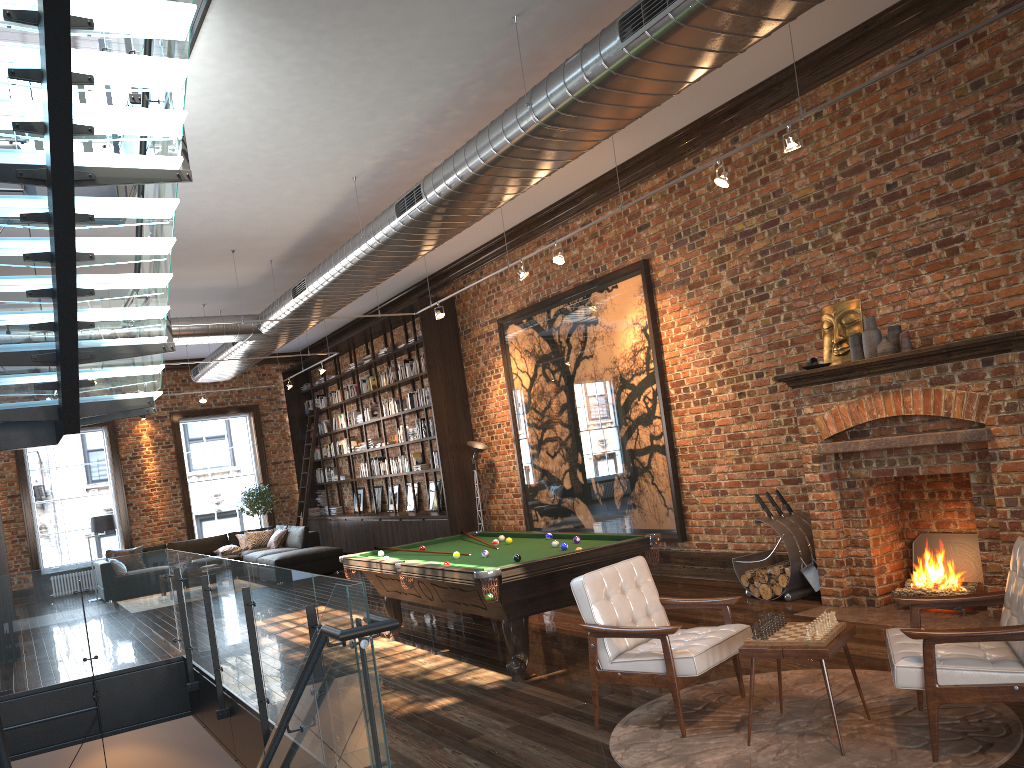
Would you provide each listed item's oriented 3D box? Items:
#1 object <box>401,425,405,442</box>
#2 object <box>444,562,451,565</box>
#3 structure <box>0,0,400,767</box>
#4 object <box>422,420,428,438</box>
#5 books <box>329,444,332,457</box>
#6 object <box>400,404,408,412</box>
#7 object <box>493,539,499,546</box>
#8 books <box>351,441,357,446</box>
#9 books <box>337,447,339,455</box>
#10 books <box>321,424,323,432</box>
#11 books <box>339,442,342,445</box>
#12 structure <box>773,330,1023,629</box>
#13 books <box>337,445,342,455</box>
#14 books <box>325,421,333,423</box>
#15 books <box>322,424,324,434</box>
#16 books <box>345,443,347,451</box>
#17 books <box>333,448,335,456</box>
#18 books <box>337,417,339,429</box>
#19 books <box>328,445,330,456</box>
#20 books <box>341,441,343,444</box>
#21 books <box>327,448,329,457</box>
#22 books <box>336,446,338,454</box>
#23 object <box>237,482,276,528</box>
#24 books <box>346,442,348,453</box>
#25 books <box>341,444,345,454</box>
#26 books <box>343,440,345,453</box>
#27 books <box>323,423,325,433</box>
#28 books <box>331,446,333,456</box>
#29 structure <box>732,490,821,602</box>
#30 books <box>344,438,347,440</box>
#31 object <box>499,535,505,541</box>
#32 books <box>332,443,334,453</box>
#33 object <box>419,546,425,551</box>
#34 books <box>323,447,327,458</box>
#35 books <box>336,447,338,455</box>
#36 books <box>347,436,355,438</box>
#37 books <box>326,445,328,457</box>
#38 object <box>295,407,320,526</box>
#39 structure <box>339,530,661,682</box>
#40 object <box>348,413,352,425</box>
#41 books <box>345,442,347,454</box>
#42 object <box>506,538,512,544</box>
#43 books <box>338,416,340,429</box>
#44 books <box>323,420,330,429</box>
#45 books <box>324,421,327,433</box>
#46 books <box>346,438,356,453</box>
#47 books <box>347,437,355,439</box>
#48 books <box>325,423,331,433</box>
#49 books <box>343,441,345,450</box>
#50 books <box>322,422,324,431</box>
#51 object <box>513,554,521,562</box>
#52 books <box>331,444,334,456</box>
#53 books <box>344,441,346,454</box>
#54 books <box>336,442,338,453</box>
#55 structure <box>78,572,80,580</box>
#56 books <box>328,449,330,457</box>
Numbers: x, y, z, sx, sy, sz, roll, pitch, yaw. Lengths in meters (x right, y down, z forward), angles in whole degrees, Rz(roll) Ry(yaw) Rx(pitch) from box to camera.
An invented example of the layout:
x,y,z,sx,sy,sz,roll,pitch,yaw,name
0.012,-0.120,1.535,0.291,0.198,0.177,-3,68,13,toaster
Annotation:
x,y,z,sx,sy,sz,roll,pitch,yaw,name
-1.831,0.836,14.882,0.069,0.288,0.118,-8,0,-37,object
-0.483,1.345,6.572,0.057,0.057,0.057,-8,-2,17,object
-3.229,0.662,5.110,3.558,14.490,7.084,-8,0,-30,structure
-1.391,0.717,14.116,0.069,0.288,0.118,-8,0,-37,object
-3.727,1.380,18.507,0.163,0.277,0.013,-7,0,-30,books
-1.797,0.403,14.953,0.237,0.137,0.095,-11,-3,44,object
-0.141,1.387,7.751,0.057,0.057,0.057,-9,-2,25,object
-3.120,1.240,17.475,0.147,0.232,0.036,-7,0,-30,books
-3.470,1.334,18.064,0.171,0.231,0.036,-7,0,-30,books
-3.941,0.914,18.777,0.172,0.294,0.017,-7,0,-30,books
-3.397,1.298,17.936,0.177,0.264,0.042,-7,0,-30,books
2.923,0.734,6.453,0.882,1.906,2.012,-8,-2,-30,structure
-3.392,1.324,17.885,0.235,0.202,0.046,-7,0,-30,books
-3.805,0.901,18.525,0.165,0.250,0.080,-7,0,-30,books
-3.890,0.938,18.651,0.185,0.214,0.005,-7,0,-30,books
-3.204,1.272,17.592,0.180,0.209,0.013,-7,0,-30,books
-3.569,1.378,18.220,0.191,0.195,0.034,-7,0,-30,books
-3.429,0.791,17.848,0.174,0.256,0.027,-7,0,-30,books
-3.738,1.397,18.543,0.186,0.253,0.017,-7,0,-30,books
-3.341,1.274,17.872,0.158,0.285,0.014,-8,0,-30,books
-3.778,1.436,18.601,0.174,0.195,0.031,-7,0,-30,books
-3.508,1.332,18.167,0.157,0.261,0.034,-7,0,-30,books
-5.301,2.998,18.623,0.809,1.864,0.804,-8,0,-22,object
-3.192,1.227,17.572,0.175,0.292,0.013,-7,0,-30,books
-3.342,1.312,17.850,0.185,0.208,0.017,-7,0,-30,books
-3.268,1.251,17.694,0.183,0.284,0.011,-7,0,-30,books
-3.859,0.928,18.608,0.185,0.219,0.021,-7,0,-30,books
-3.649,1.391,18.389,0.172,0.217,0.037,-7,0,-30,books
2.403,1.396,7.764,0.535,0.919,0.932,-7,-2,-30,structure
-3.257,1.235,17.714,0.154,0.317,0.013,-8,0,-30,books
-0.095,1.406,8.084,0.057,0.057,0.057,-8,-2,15,object
-3.589,1.338,18.252,0.184,0.286,0.036,-7,0,-30,books
-0.821,1.510,8.124,0.057,0.057,0.057,-9,-2,18,object
-3.877,1.445,18.735,0.230,0.224,0.024,-7,0,-30,books
-3.531,1.351,18.181,0.170,0.232,0.015,-7,0,-30,books
-3.159,1.200,17.540,0.160,0.331,0.006,-8,0,-30,books
-3.823,1.415,18.687,0.179,0.263,0.015,-7,0,-30,books
-4.271,2.060,18.356,0.892,3.076,0.498,-8,0,-30,object
-0.202,1.773,7.436,1.545,0.851,2.976,-6,-4,-30,structure
-3.109,0.686,17.041,0.075,0.255,0.088,-8,0,-40,object
-3.219,1.250,17.614,0.179,0.261,0.010,-7,0,-30,books
-0.025,1.371,7.751,0.056,0.057,0.057,-7,-2,-30,object
-3.408,0.774,17.837,0.158,0.284,0.015,-8,0,-30,books
-3.842,0.893,18.589,0.190,0.281,0.006,-7,0,-30,books
-3.835,0.903,18.561,0.182,0.254,0.046,-7,0,-30,books
-3.165,1.221,17.511,0.188,0.287,0.013,-7,0,-30,books
-3.155,1.212,17.534,0.161,0.306,0.006,-8,0,-30,books
-3.800,0.918,18.504,0.184,0.210,0.069,-7,0,-30,books
-3.251,1.256,17.652,0.188,0.263,0.010,-7,0,-30,books
-3.878,0.918,18.628,0.188,0.246,0.005,-7,0,-30,books
0.039,1.260,6.418,0.057,0.057,0.057,-7,-2,-25,object
-3.635,1.360,18.369,0.179,0.273,0.016,-7,0,-30,books
-3.243,1.260,17.642,0.183,0.252,0.015,-7,0,-30,books
-3.482,1.313,18.088,0.187,0.281,0.014,-7,0,-30,books
-8.299,3.838,17.289,1.295,0.395,0.217,-6,-2,-30,structure
-3.748,1.412,18.567,0.171,0.230,0.036,-7,0,-30,books
